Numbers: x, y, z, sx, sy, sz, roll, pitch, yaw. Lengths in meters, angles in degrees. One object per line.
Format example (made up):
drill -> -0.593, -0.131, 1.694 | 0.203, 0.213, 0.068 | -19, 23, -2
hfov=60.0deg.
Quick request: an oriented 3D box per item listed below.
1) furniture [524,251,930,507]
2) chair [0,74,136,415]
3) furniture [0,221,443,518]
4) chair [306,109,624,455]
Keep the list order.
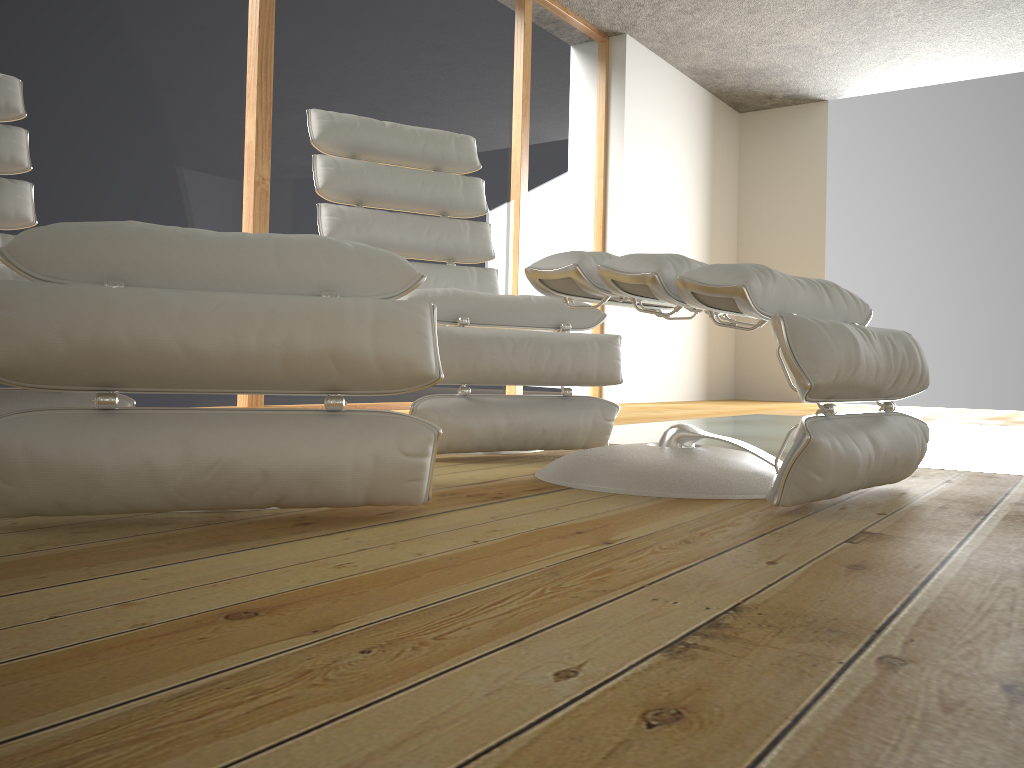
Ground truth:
furniture -> 0.376, -0.031, 1.705 | 0.686, 0.439, 0.569 | 2, 0, 41
chair -> -1.264, -0.340, 1.935 | 0.914, 0.969, 0.569 | 1, 0, 45
furniture -> -0.470, -0.047, 1.425 | 0.569, 0.439, 0.686 | 1, 0, -20
chair -> -0.172, -0.321, 2.418 | 0.569, 0.969, 0.914 | 2, 0, -30
